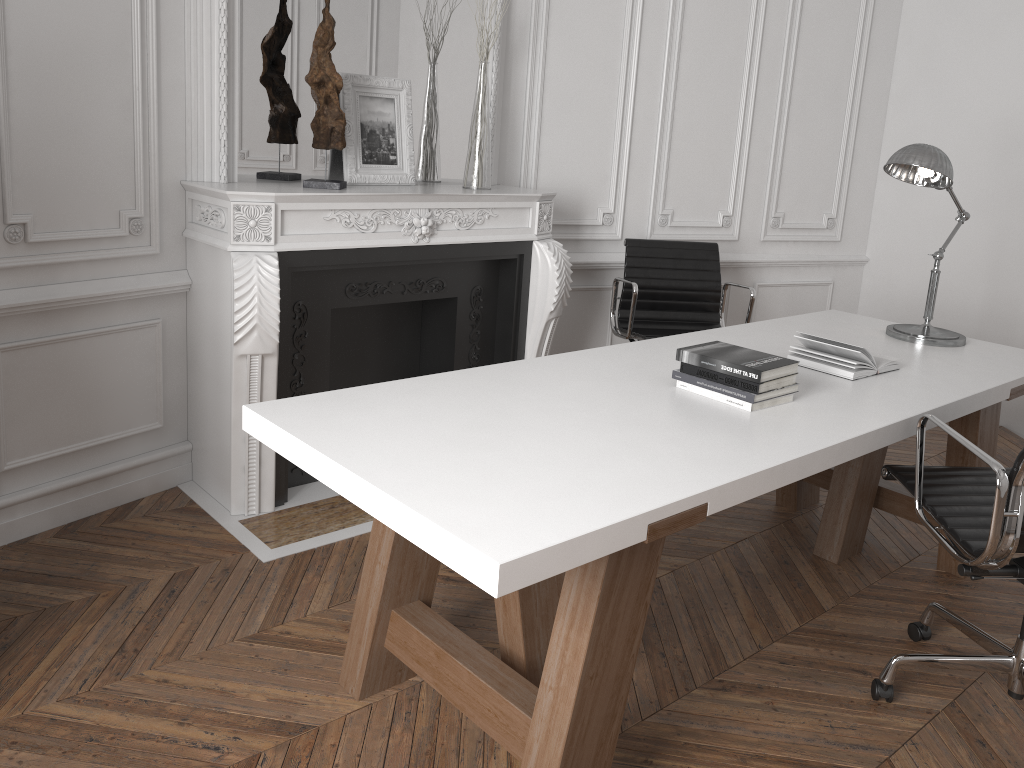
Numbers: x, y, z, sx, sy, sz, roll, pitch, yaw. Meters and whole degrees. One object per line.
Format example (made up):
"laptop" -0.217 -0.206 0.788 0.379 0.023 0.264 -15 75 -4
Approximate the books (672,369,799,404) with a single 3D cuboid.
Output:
"books" 0.597 -0.008 2.367 0.213 0.022 0.262 -10 21 -40

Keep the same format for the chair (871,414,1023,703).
"chair" 1.324 0.404 2.251 0.693 0.909 0.679 0 14 -16

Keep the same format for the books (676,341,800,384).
"books" 0.600 -0.061 2.355 0.192 0.032 0.262 -11 22 -42

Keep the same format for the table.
"table" 0.641 0.341 2.616 2.636 0.737 0.912 -10 20 -41

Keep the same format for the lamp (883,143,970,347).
"lamp" 1.482 -0.491 3.134 0.490 0.688 0.272 -8 17 -41

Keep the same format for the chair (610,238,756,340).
"chair" 0.791 -0.179 4.149 0.693 0.909 0.679 -1 14 -18

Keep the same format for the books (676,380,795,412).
"books" 0.595 0.017 2.360 0.192 0.022 0.245 -9 21 -38

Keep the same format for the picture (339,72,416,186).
"picture" -0.540 -1.027 3.589 0.342 0.428 0.097 -8 17 -41

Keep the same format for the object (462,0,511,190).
"object" -0.081 -1.355 3.741 0.289 1.037 0.301 3 12 -4

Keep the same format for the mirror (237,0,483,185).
"mirror" -0.541 -1.655 3.471 1.128 1.784 0.001 -8 17 -41

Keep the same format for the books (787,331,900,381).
"books" 1.035 -0.103 2.743 0.280 0.094 0.229 -9 20 -39

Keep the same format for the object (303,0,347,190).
"object" -0.678 -1.098 3.237 0.143 0.741 0.168 4 12 0

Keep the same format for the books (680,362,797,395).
"books" 0.603 -0.030 2.354 0.192 0.027 0.242 -11 22 -42

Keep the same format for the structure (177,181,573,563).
"structure" -0.419 -0.172 3.524 1.613 1.165 0.819 -9 18 -41
